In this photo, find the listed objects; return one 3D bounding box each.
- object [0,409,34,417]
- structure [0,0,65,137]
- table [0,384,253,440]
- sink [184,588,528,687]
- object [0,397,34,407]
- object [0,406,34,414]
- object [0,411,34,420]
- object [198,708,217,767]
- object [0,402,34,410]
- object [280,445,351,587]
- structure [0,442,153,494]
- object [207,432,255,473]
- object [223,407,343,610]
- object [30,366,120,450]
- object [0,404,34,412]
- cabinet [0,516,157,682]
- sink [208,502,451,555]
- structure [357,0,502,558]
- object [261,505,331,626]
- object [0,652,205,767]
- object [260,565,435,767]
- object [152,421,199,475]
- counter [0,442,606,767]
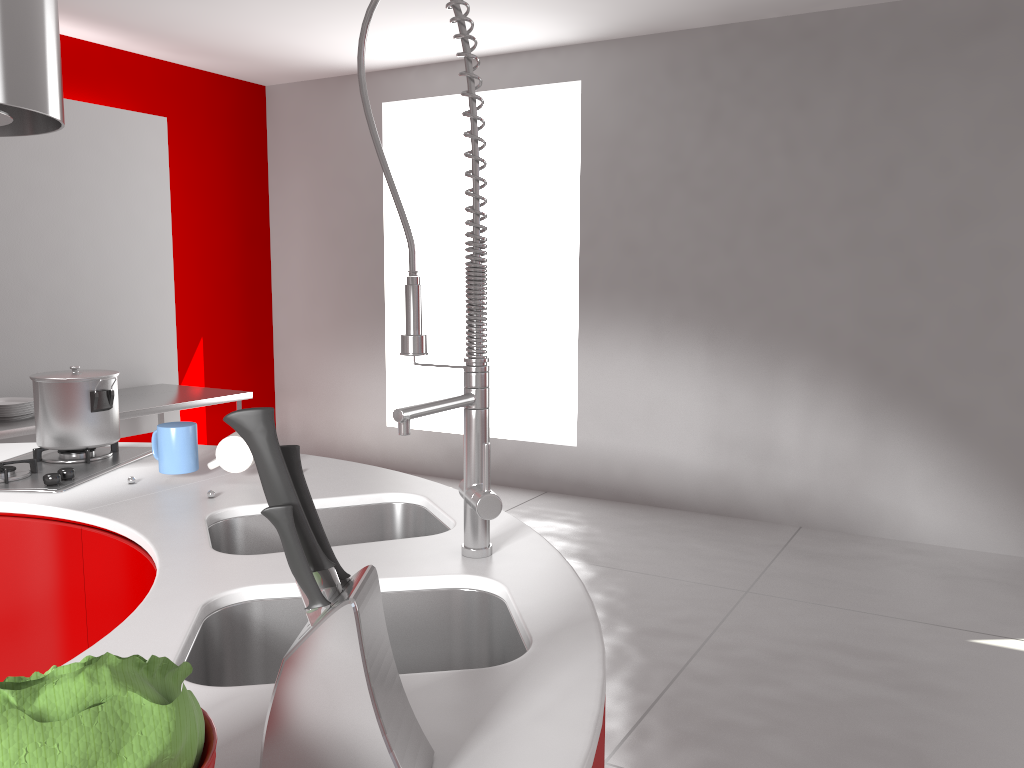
[{"bbox_3d":[-2.232,0.126,3.921,0.228,0.020,0.228,2,7,11],"label":"object"},{"bbox_3d":[-1.306,-1.040,1.819,0.644,0.958,0.644,0,7,-5],"label":"structure"},{"bbox_3d":[-2.068,0.437,4.344,0.749,0.682,1.627,4,8,30],"label":"table"},{"bbox_3d":[-0.196,0.408,1.142,0.428,0.172,0.326,-1,7,-10],"label":"sink"},{"bbox_3d":[-2.232,0.085,3.916,0.228,0.020,0.228,2,7,11],"label":"object"},{"bbox_3d":[-2.232,0.116,3.920,0.228,0.020,0.228,2,7,11],"label":"object"},{"bbox_3d":[-2.232,0.136,3.922,0.228,0.020,0.228,2,7,11],"label":"object"},{"bbox_3d":[-0.316,0.310,0.594,0.228,0.118,0.229,0,7,0],"label":"object"},{"bbox_3d":[-2.232,0.095,3.917,0.228,0.020,0.228,2,7,11],"label":"object"},{"bbox_3d":[-0.158,0.192,0.789,0.130,0.279,0.012,0,7,0],"label":"object"},{"bbox_3d":[-1.036,0.171,2.007,0.303,0.037,0.457,1,7,4],"label":"structure"},{"bbox_3d":[-0.598,0.142,1.910,0.109,0.080,0.100,0,7,-1],"label":"object"},{"bbox_3d":[-0.168,0.180,0.760,0.150,0.322,0.014,0,7,0],"label":"object"},{"bbox_3d":[-1.025,0.049,2.091,0.218,0.185,0.189,-1,7,-9],"label":"object"},{"bbox_3d":[-2.232,0.105,3.918,0.228,0.020,0.228,2,7,11],"label":"object"},{"bbox_3d":[-0.914,0.743,0.881,1.025,0.761,1.875,-2,7,-15],"label":"cabinet"},{"bbox_3d":[-0.328,0.349,1.607,0.428,0.172,0.326,-3,8,-22],"label":"sink"},{"bbox_3d":[-0.118,-0.187,1.335,0.178,0.920,0.308,-2,7,-17],"label":"structure"},{"bbox_3d":[-0.160,0.197,0.735,0.091,0.197,0.009,0,7,0],"label":"object"},{"bbox_3d":[-0.311,0.256,0.597,0.193,0.182,0.198,5,9,34],"label":"object"},{"bbox_3d":[-0.141,0.256,0.768,0.137,0.178,0.091,0,7,2],"label":"object"},{"bbox_3d":[-0.726,0.135,1.890,0.109,0.100,0.080,0,7,2],"label":"object"},{"bbox_3d":[-0.746,0.748,1.098,1.868,0.880,2.865,-3,8,-27],"label":"counter"}]
